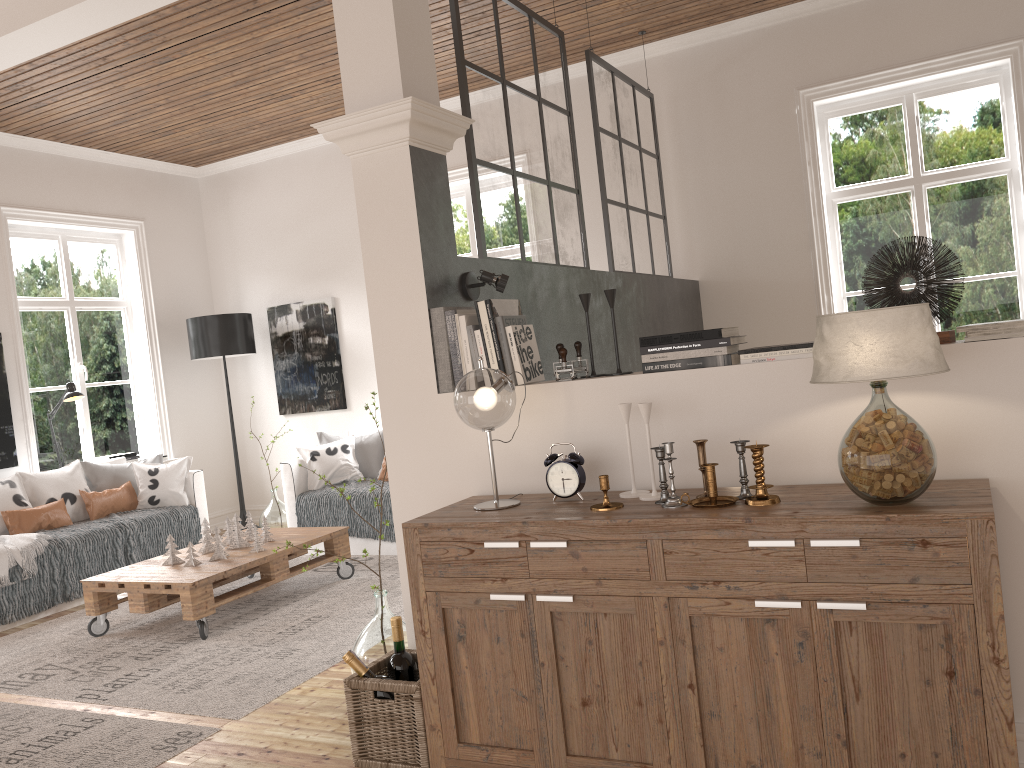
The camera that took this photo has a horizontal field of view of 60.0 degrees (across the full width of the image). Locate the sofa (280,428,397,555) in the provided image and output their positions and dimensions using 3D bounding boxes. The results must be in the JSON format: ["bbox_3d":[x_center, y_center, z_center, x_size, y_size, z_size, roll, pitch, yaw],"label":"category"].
[{"bbox_3d":[-0.518,0.667,5.974,1.960,0.776,0.866,-6,2,27],"label":"sofa"}]

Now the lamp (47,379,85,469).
[{"bbox_3d":[-3.165,0.324,6.302,0.439,0.703,0.196,-6,2,27],"label":"lamp"}]

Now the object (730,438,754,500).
[{"bbox_3d":[0.581,0.211,2.230,0.055,0.153,0.055,-6,2,4],"label":"object"}]

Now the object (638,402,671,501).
[{"bbox_3d":[0.370,0.178,2.377,0.084,0.256,0.084,-6,2,5],"label":"object"}]

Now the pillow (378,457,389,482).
[{"bbox_3d":[-0.714,0.571,5.955,0.420,0.179,0.127,-6,2,29],"label":"pillow"}]

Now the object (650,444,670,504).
[{"bbox_3d":[0.389,0.231,2.293,0.055,0.153,0.055,-7,2,-13],"label":"object"}]

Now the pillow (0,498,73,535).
[{"bbox_3d":[-2.903,0.844,5.446,0.116,0.220,0.414,-6,2,28],"label":"pillow"}]

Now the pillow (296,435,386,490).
[{"bbox_3d":[-0.975,0.516,6.152,1.020,0.414,0.417,-6,2,9],"label":"pillow"}]

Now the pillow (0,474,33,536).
[{"bbox_3d":[-3.143,0.792,5.118,0.417,0.414,1.020,-6,2,9],"label":"pillow"}]

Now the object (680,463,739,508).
[{"bbox_3d":[0.494,0.249,2.194,0.124,0.100,0.124,-8,2,-40],"label":"object"}]

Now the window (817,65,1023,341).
[{"bbox_3d":[2.473,-0.851,5.329,1.055,1.872,0.120,-6,2,27],"label":"window"}]

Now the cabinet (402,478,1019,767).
[{"bbox_3d":[0.461,0.677,2.285,1.432,0.750,0.408,-6,2,27],"label":"cabinet"}]

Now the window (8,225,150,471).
[{"bbox_3d":[-3.273,-0.239,6.705,0.120,1.872,1.055,-6,2,27],"label":"window"}]

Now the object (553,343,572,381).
[{"bbox_3d":[0.155,-0.069,2.760,0.058,0.117,0.032,-6,2,1],"label":"object"}]

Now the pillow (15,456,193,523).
[{"bbox_3d":[-2.698,0.710,5.937,1.081,0.450,0.403,-8,2,-39],"label":"pillow"}]

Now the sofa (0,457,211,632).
[{"bbox_3d":[-2.928,0.953,5.534,0.866,0.776,1.960,-6,2,27],"label":"sofa"}]

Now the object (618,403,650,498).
[{"bbox_3d":[0.326,0.181,2.452,0.084,0.256,0.084,-6,2,5],"label":"object"}]

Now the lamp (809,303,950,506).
[{"bbox_3d":[0.822,0.050,1.976,0.291,0.435,0.291,-6,2,29],"label":"lamp"}]

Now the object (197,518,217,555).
[{"bbox_3d":[-1.665,0.821,4.840,0.112,0.193,0.106,-8,2,-35],"label":"object"}]

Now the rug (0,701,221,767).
[{"bbox_3d":[-2.563,1.390,2.491,2.254,0.003,2.474,-6,2,27],"label":"rug"}]

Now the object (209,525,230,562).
[{"bbox_3d":[-1.533,0.820,4.611,0.097,0.178,0.103,-7,2,-10],"label":"object"}]

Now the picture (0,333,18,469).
[{"bbox_3d":[-3.554,0.133,5.680,0.041,0.908,0.680,-6,2,27],"label":"picture"}]

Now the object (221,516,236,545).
[{"bbox_3d":[-1.593,0.823,4.999,0.095,0.164,0.090,-5,2,34],"label":"object"}]

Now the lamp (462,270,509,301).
[{"bbox_3d":[-0.079,-0.345,3.044,0.156,0.101,0.101,-6,2,27],"label":"lamp"}]

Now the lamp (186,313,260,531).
[{"bbox_3d":[-2.229,0.338,7.073,0.499,1.754,0.499,-6,2,24],"label":"lamp"}]

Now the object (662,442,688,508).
[{"bbox_3d":[0.402,0.228,2.233,0.066,0.160,0.066,-7,2,-13],"label":"object"}]

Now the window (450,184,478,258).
[{"bbox_3d":[-0.240,-0.583,6.728,1.055,1.872,0.120,-6,2,27],"label":"window"}]

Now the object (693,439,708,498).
[{"bbox_3d":[0.498,0.220,2.309,0.052,0.148,0.052,-7,2,-22],"label":"object"}]

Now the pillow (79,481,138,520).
[{"bbox_3d":[-2.656,0.778,5.884,0.117,0.235,0.414,-6,2,27],"label":"pillow"}]

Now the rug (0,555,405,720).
[{"bbox_3d":[-1.413,1.193,4.758,2.254,0.003,2.474,-6,2,27],"label":"rug"}]

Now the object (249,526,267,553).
[{"bbox_3d":[-1.351,0.816,4.689,0.072,0.142,0.073,-5,2,35],"label":"object"}]

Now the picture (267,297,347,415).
[{"bbox_3d":[-1.691,-0.220,7.292,0.680,0.908,0.041,-6,2,27],"label":"picture"}]

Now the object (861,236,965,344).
[{"bbox_3d":[1.031,-0.241,2.296,0.252,0.286,0.079,-5,2,37],"label":"object"}]

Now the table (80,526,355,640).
[{"bbox_3d":[-1.546,1.057,4.809,0.821,0.300,1.189,-6,2,27],"label":"table"}]

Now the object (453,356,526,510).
[{"bbox_3d":[0.040,0.438,2.619,0.180,1.062,0.395,-5,2,42],"label":"object"}]

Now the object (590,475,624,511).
[{"bbox_3d":[0.244,0.281,2.316,0.088,0.085,0.088,-5,2,32],"label":"object"}]

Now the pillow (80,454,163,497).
[{"bbox_3d":[-2.680,0.712,6.137,0.546,0.437,0.292,-7,2,-29],"label":"pillow"}]

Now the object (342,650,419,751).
[{"bbox_3d":[-0.357,0.957,2.676,0.284,0.332,0.095,-6,2,6],"label":"object"}]

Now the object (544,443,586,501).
[{"bbox_3d":[0.149,0.247,2.493,0.120,0.165,0.050,-6,2,27],"label":"object"}]

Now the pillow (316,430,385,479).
[{"bbox_3d":[-1.106,0.526,6.314,0.541,0.431,0.282,-6,2,1],"label":"pillow"}]

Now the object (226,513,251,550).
[{"bbox_3d":[-1.500,0.801,4.854,0.107,0.195,0.113,-5,2,34],"label":"object"}]

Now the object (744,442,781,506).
[{"bbox_3d":[0.599,0.211,2.149,0.085,0.152,0.085,-5,2,31],"label":"object"}]
